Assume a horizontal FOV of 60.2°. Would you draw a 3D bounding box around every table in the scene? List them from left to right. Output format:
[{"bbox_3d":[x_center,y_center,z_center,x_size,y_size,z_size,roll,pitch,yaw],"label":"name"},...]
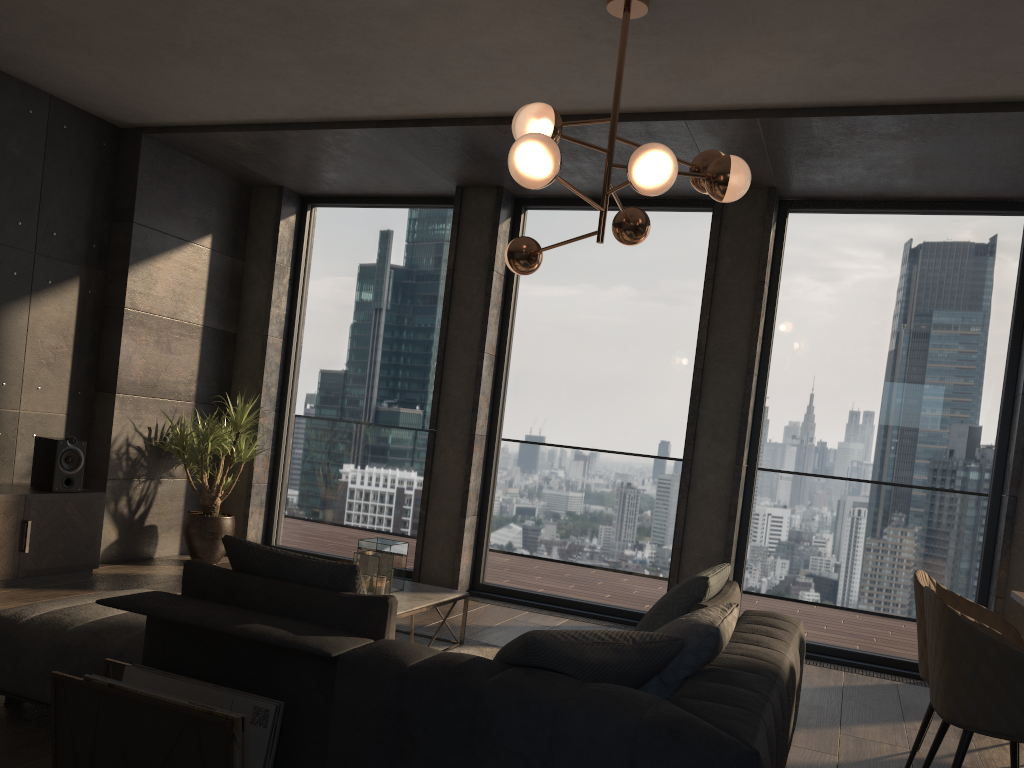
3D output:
[{"bbox_3d":[-0.854,1.240,4.705,0.927,0.309,0.934,5,-3,22],"label":"table"},{"bbox_3d":[2.355,1.297,3.276,0.766,0.769,1.473,6,-2,22],"label":"table"}]

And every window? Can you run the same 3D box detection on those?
[{"bbox_3d":[1.459,0.245,6.060,7.239,3.007,0.199,5,1,21],"label":"window"}]

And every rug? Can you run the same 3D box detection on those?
[{"bbox_3d":[-0.566,1.409,4.330,3.132,0.020,1.737,5,-4,21],"label":"rug"}]

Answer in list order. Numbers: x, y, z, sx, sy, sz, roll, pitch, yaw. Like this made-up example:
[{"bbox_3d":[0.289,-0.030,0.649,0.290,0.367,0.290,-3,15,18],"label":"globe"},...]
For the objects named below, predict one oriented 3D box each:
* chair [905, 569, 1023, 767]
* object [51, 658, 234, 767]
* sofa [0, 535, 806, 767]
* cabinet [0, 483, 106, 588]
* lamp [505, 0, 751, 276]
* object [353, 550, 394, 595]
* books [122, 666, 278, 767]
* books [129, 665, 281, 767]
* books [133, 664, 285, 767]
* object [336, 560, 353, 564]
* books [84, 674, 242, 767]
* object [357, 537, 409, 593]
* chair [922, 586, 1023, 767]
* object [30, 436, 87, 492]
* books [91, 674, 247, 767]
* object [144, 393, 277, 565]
[{"bbox_3d":[1.935,1.244,3.743,0.508,0.837,0.557,7,0,31],"label":"chair"},{"bbox_3d":[-1.054,1.076,2.631,0.665,0.352,0.217,6,0,21],"label":"object"},{"bbox_3d":[-0.435,0.977,3.399,2.900,0.785,2.033,5,-3,21],"label":"sofa"},{"bbox_3d":[-3.342,0.846,4.746,0.538,0.551,2.419,6,-3,22],"label":"cabinet"},{"bbox_3d":[0.504,-1.051,3.761,1.015,1.039,1.464,7,-2,-2],"label":"lamp"},{"bbox_3d":[-0.718,0.978,4.525,0.149,0.221,0.149,7,0,22],"label":"object"},{"bbox_3d":[-0.974,1.076,2.633,0.565,0.354,0.079,6,1,21],"label":"books"},{"bbox_3d":[-0.966,1.077,2.649,0.565,0.355,0.068,6,1,21],"label":"books"},{"bbox_3d":[-0.957,1.079,2.663,0.565,0.356,0.062,6,1,21],"label":"books"},{"bbox_3d":[-0.945,1.045,4.904,0.347,0.084,0.348,7,-3,-1],"label":"object"},{"bbox_3d":[-1.015,1.065,2.548,0.565,0.356,0.064,6,1,21],"label":"books"},{"bbox_3d":[-0.702,0.973,4.742,0.196,0.261,0.200,6,0,22],"label":"object"},{"bbox_3d":[1.715,1.183,3.172,0.509,0.837,0.556,7,0,16],"label":"chair"},{"bbox_3d":[-2.867,0.496,5.592,0.248,0.355,0.199,6,0,32],"label":"object"},{"bbox_3d":[-1.004,1.067,2.557,0.565,0.356,0.064,6,1,21],"label":"books"},{"bbox_3d":[-2.327,0.673,6.652,0.956,1.363,1.018,7,0,-37],"label":"object"}]
